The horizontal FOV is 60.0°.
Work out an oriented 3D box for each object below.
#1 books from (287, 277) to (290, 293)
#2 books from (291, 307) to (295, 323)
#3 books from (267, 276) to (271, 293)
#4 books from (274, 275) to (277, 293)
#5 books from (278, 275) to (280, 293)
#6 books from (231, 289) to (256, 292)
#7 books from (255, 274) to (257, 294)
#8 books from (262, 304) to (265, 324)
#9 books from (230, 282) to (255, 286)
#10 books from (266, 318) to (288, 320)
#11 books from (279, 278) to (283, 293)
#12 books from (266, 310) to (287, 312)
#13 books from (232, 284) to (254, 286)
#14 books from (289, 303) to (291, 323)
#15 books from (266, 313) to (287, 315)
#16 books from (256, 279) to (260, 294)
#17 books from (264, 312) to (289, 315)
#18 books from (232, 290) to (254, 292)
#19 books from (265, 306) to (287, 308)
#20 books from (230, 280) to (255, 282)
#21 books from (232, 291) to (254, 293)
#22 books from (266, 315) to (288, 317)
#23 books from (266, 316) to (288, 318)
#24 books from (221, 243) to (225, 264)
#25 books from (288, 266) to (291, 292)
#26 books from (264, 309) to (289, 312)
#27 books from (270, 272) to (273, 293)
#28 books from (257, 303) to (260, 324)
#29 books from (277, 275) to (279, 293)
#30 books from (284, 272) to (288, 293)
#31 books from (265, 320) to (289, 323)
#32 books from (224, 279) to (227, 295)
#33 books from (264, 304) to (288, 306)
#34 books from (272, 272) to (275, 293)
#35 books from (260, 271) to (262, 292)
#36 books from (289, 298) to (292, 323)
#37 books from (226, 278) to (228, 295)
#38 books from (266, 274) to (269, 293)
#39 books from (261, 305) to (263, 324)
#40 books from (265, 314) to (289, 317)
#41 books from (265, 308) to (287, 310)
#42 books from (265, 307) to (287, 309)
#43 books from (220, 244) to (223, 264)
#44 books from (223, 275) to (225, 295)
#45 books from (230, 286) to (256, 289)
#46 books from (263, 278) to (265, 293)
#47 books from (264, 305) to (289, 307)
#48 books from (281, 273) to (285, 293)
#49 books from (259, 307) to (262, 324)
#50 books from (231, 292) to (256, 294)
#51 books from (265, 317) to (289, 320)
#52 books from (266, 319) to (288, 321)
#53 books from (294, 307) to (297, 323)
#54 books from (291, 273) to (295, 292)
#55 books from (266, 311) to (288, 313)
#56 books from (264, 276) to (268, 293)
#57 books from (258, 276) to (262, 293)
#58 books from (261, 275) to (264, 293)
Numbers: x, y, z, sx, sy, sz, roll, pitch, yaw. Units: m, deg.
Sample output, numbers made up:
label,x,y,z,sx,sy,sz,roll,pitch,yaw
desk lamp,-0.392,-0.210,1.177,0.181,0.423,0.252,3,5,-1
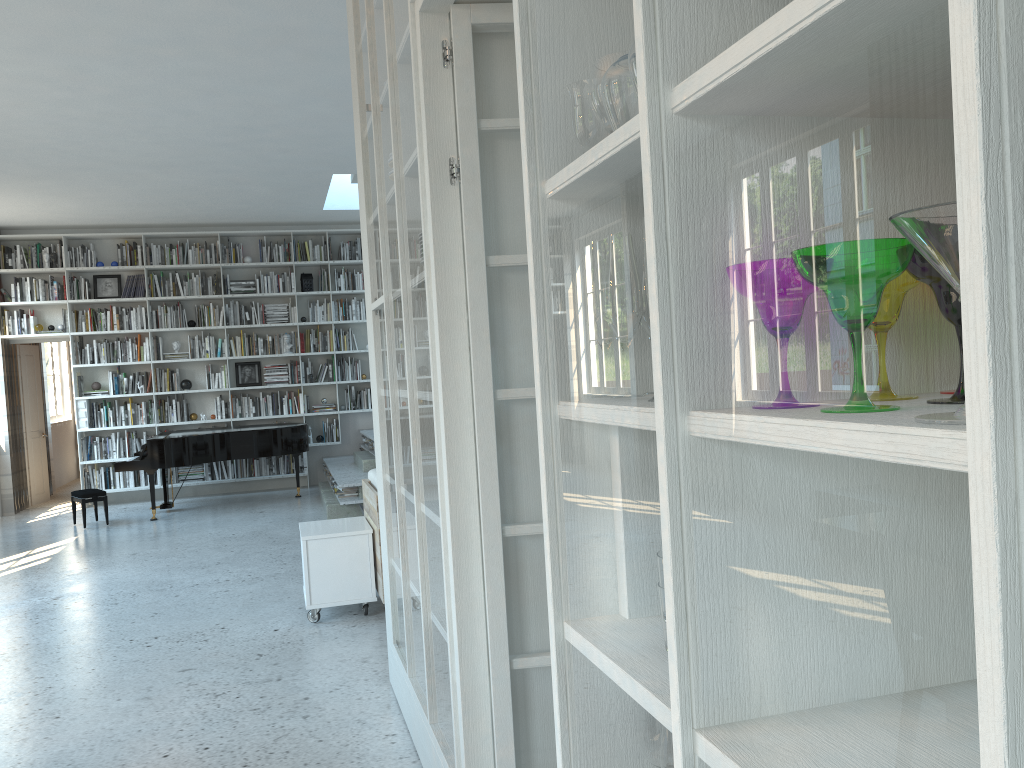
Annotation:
label,x,y,z,sx,sy,sz,roll,pitch,yaw
books,-2.736,-1.202,10.852,0.029,0.202,0.191,-4,2,-15
books,-2.690,-0.836,10.885,0.029,0.198,0.172,-4,2,-15
books,-2.956,-1.196,10.800,0.028,0.219,0.183,-4,2,-15
books,-2.879,-1.203,10.811,0.023,0.223,0.190,-4,2,-15
books,-2.843,-1.209,10.827,0.012,0.230,0.158,-4,2,-15
books,-3.251,-1.134,10.728,0.285,0.012,0.159,-4,1,-18
books,-3.103,-1.204,10.761,0.012,0.254,0.161,-4,2,-15
books,-3.019,-0.838,10.775,0.013,0.247,0.176,-4,2,-15
books,-3.255,-1.213,10.729,0.285,0.024,0.159,-4,1,-13
books,-2.871,-0.792,10.841,0.254,0.012,0.161,-4,1,-16
books,-2.821,-1.189,10.829,0.029,0.188,0.176,-4,2,-15
books,-2.877,-0.889,10.835,0.254,0.012,0.161,-4,1,-13
books,-3.252,-1.189,10.725,0.254,0.025,0.161,-4,1,-19
books,-2.720,-0.861,10.863,0.012,0.254,0.161,-4,2,-15
books,-2.875,-0.852,10.839,0.254,0.012,0.161,-4,1,-14
books,-3.082,-1.172,10.762,0.025,0.187,0.193,-4,2,-15
books,-2.875,-0.864,10.834,0.285,0.012,0.159,-4,1,-12
books,-3.251,-1.122,10.729,0.254,0.012,0.161,-4,1,-18
books,-2.881,-0.939,10.838,0.254,0.012,0.161,-4,1,-15
books,-3.258,-1.237,10.732,0.285,0.024,0.159,-4,1,-15
books,-3.249,-1.110,10.725,0.254,0.012,0.161,-4,1,-10
books,-2.873,-0.829,10.837,0.254,0.012,0.161,-4,1,-17
books,-2.872,-0.816,10.838,0.254,0.012,0.161,-4,1,-13
books,-3.464,-1.548,10.651,0.026,0.253,0.185,-4,2,-15
books,-2.722,-1.269,10.864,0.012,0.334,0.155,-4,2,-15
books,-2.878,-0.901,10.837,0.285,0.012,0.159,-4,1,-16
books,-2.935,-1.225,10.826,0.029,0.273,0.140,-4,2,-15
books,-3.075,-0.846,10.766,0.021,0.269,0.191,-4,2,-15
books,-2.856,-1.208,10.830,0.010,0.230,0.152,-4,2,-15
books,-2.769,-1.230,10.858,0.029,0.261,0.133,-4,2,-15
books,-2.870,-0.768,10.842,0.285,0.012,0.159,-4,1,-14
books,-3.440,-1.156,10.664,0.027,0.201,0.167,-4,2,-15
books,-2.881,-0.963,10.833,0.285,0.012,0.159,-4,1,-13
books,-2.905,-1.225,10.813,0.023,0.269,0.184,-4,2,-15
books,-3.041,-1.223,10.760,0.011,0.284,0.190,-4,2,-15
books,-2.714,-0.894,10.880,0.012,0.319,0.139,-4,2,-15
books,-3.425,-1.166,10.681,0.013,0.218,0.141,-4,2,-15
books,-2.979,-1.208,10.804,0.012,0.244,0.131,-4,2,-15
books,-3.036,-0.836,10.783,0.015,0.245,0.183,-4,2,-15
books,-2.875,-0.840,10.839,0.285,0.012,0.159,-4,1,-14
books,-2.877,-0.913,10.828,0.254,0.012,0.161,-4,1,-10
books,-2.879,-0.927,10.834,0.254,0.012,0.161,-4,1,-13
books,-3.487,-1.548,10.665,0.012,0.254,0.161,-4,2,-15
books,-3.465,-1.181,10.677,0.012,0.254,0.161,-4,2,-15
books,-3.250,-1.164,10.723,0.285,0.024,0.159,-4,1,-10
books,-3.015,-1.185,10.797,0.011,0.204,0.133,-4,2,-15
books,-2.879,-0.951,10.826,0.285,0.012,0.159,-4,1,-20
books,-2.794,-1.221,10.835,0.032,0.248,0.173,-4,2,-15
books,-3.056,-0.821,10.787,0.024,0.216,0.132,-4,2,-15
books,-3.249,-1.098,10.730,0.285,0.012,0.159,-4,1,-12
books,-2.871,-0.804,10.836,0.285,0.012,0.159,-4,1,-18
books,-2.871,-0.780,10.843,0.254,0.012,0.161,-4,1,-15
books,-2.663,-0.841,10.898,0.030,0.205,0.158,-4,2,-15
books,-2.669,-1.222,10.813,0.037,0.237,0.272,-4,2,-15
books,-2.875,-0.877,10.834,0.254,0.012,0.161,-4,1,-18
books,-2.994,-1.192,10.788,0.027,0.216,0.190,-4,2,-15
books,-3.067,-1.192,10.796,0.024,0.223,0.128,-4,2,-15
books,-3.028,-1.201,10.781,0.021,0.237,0.171,-4,2,-15
